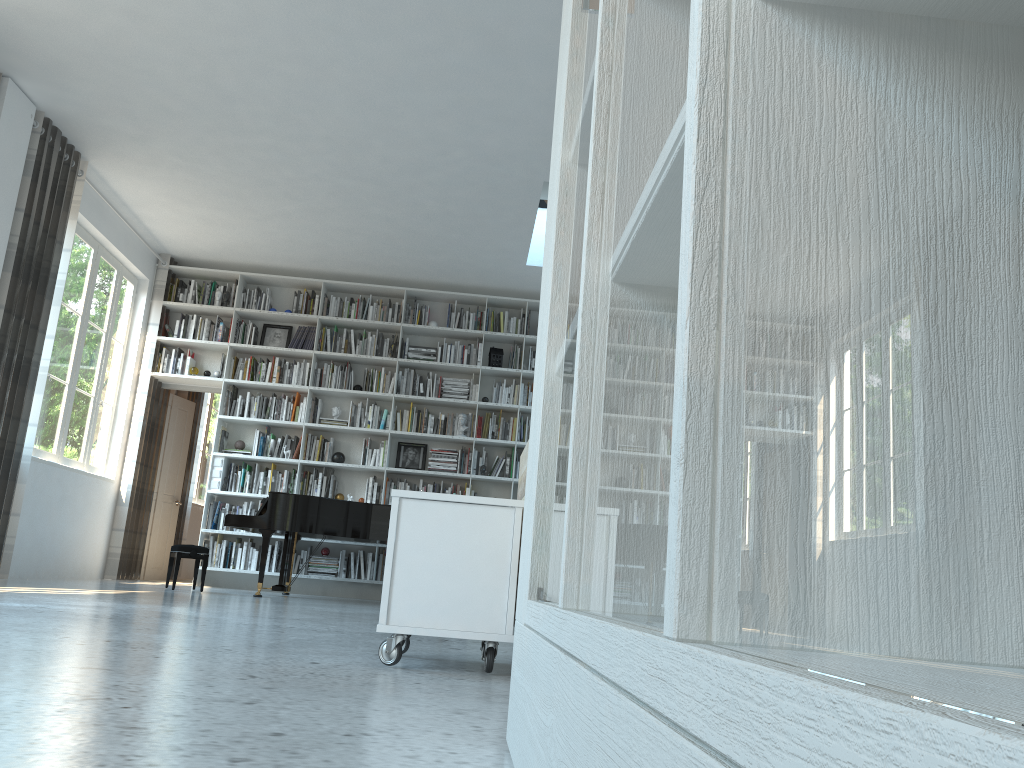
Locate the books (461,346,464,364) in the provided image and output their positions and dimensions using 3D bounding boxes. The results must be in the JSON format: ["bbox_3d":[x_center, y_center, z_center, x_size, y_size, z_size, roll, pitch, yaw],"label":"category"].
[{"bbox_3d":[-0.511,-0.266,9.158,0.010,0.230,0.152,5,-12,-2],"label":"books"}]

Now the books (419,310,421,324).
[{"bbox_3d":[-0.957,-0.663,9.237,0.006,0.232,0.136,5,-12,-2],"label":"books"}]

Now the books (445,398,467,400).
[{"bbox_3d":[-0.587,0.170,9.065,0.254,0.012,0.161,5,-13,1],"label":"books"}]

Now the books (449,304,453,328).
[{"bbox_3d":[-0.638,-0.670,9.234,0.011,0.295,0.157,5,-12,-2],"label":"books"}]

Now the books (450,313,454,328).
[{"bbox_3d":[-0.622,-0.623,9.238,0.031,0.208,0.147,5,-12,-2],"label":"books"}]

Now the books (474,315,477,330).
[{"bbox_3d":[-0.386,-0.598,9.250,0.014,0.204,0.135,5,-12,-2],"label":"books"}]

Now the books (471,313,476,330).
[{"bbox_3d":[-0.405,-0.613,9.258,0.026,0.233,0.137,5,-12,-2],"label":"books"}]

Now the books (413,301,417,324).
[{"bbox_3d":[-1.006,-0.702,9.224,0.010,0.295,0.153,5,-12,-2],"label":"books"}]

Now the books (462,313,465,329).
[{"bbox_3d":[-0.502,-0.613,9.224,0.033,0.202,0.166,5,-12,-2],"label":"books"}]

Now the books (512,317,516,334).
[{"bbox_3d":[0.018,-0.572,9.238,0.031,0.212,0.170,5,-12,-2],"label":"books"}]

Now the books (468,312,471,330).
[{"bbox_3d":[-0.446,-0.615,9.228,0.012,0.216,0.180,5,-12,-2],"label":"books"}]

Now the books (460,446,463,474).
[{"bbox_3d":[-0.511,0.785,8.962,0.011,0.298,0.130,5,-12,-2],"label":"books"}]

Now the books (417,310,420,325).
[{"bbox_3d":[-0.972,-0.650,9.213,0.023,0.195,0.172,5,-12,-2],"label":"books"}]

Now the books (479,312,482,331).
[{"bbox_3d":[-0.330,-0.614,9.252,0.014,0.243,0.145,5,-12,-2],"label":"books"}]

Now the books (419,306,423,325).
[{"bbox_3d":[-0.945,-0.672,9.226,0.014,0.247,0.139,5,-12,-2],"label":"books"}]

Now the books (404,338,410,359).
[{"bbox_3d":[-1.079,-0.331,9.119,0.021,0.248,0.192,5,-12,-2],"label":"books"}]

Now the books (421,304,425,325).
[{"bbox_3d":[-0.931,-0.680,9.222,0.013,0.264,0.147,5,-12,-2],"label":"books"}]

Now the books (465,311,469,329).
[{"bbox_3d":[-0.473,-0.626,9.233,0.023,0.236,0.154,5,-12,-2],"label":"books"}]

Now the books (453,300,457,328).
[{"bbox_3d":[-0.596,-0.685,9.230,0.010,0.330,0.186,5,-12,-2],"label":"books"}]

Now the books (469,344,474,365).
[{"bbox_3d":[-0.419,-0.272,9.169,0.029,0.261,0.133,5,-12,-2],"label":"books"}]

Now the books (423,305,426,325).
[{"bbox_3d":[-0.907,-0.675,9.216,0.005,0.254,0.168,5,-12,-2],"label":"books"}]

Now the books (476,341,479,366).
[{"bbox_3d":[-0.357,-0.282,9.188,0.010,0.298,0.133,5,-12,-2],"label":"books"}]

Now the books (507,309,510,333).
[{"bbox_3d":[-0.046,-0.618,9.250,0.010,0.297,0.168,5,-12,-2],"label":"books"}]

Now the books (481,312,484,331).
[{"bbox_3d":[-0.316,-0.612,9.243,0.014,0.238,0.153,5,-12,-2],"label":"books"}]

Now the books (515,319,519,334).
[{"bbox_3d":[0.044,-0.561,9.258,0.025,0.203,0.162,5,-12,-2],"label":"books"}]

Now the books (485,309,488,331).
[{"bbox_3d":[-0.272,-0.628,9.258,0.012,0.284,0.160,5,-12,-2],"label":"books"}]

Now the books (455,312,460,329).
[{"bbox_3d":[-0.571,-0.623,9.223,0.050,0.210,0.173,5,-12,-2],"label":"books"}]

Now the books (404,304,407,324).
[{"bbox_3d":[-1.107,-0.690,9.221,0.012,0.253,0.161,5,-12,-2],"label":"books"}]

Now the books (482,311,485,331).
[{"bbox_3d":[-0.298,-0.618,9.252,0.022,0.256,0.137,5,-12,-2],"label":"books"}]

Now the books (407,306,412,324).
[{"bbox_3d":[-1.065,-0.673,9.219,0.023,0.227,0.157,5,-12,-2],"label":"books"}]

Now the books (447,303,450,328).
[{"bbox_3d":[-0.661,-0.672,9.225,0.014,0.291,0.176,5,-12,-2],"label":"books"}]

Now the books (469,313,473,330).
[{"bbox_3d":[-0.428,-0.610,9.210,0.023,0.202,0.193,5,-12,-2],"label":"books"}]

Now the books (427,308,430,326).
[{"bbox_3d":[-0.871,-0.657,9.237,0.004,0.235,0.138,5,-12,-2],"label":"books"}]

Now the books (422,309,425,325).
[{"bbox_3d":[-0.919,-0.658,9.214,0.016,0.218,0.144,5,-12,-2],"label":"books"}]

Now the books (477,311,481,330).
[{"bbox_3d":[-0.350,-0.618,9.241,0.028,0.243,0.161,5,-12,-2],"label":"books"}]

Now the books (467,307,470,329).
[{"bbox_3d":[-0.454,-0.644,9.223,0.010,0.269,0.180,5,-12,-2],"label":"books"}]

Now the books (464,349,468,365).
[{"bbox_3d":[-0.481,-0.245,9.144,0.029,0.188,0.176,5,-12,-2],"label":"books"}]

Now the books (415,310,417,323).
[{"bbox_3d":[-1.000,-0.655,9.227,0.011,0.205,0.146,5,-12,-2],"label":"books"}]

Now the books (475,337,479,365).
[{"bbox_3d":[-0.366,-0.304,9.174,0.012,0.333,0.156,5,-12,-2],"label":"books"}]

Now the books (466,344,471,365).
[{"bbox_3d":[-0.448,-0.272,9.151,0.032,0.247,0.173,5,-12,-2],"label":"books"}]

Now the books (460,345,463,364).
[{"bbox_3d":[-0.522,-0.269,9.170,0.011,0.238,0.139,5,-12,-2],"label":"books"}]

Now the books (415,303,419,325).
[{"bbox_3d":[-0.985,-0.688,9.208,0.011,0.264,0.164,5,-12,-2],"label":"books"}]

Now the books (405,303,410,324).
[{"bbox_3d":[-1.087,-0.692,9.203,0.026,0.252,0.186,5,-12,-2],"label":"books"}]

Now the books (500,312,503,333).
[{"bbox_3d":[-0.109,-0.604,9.240,0.054,0.254,0.191,5,-12,-2],"label":"books"}]

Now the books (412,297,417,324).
[{"bbox_3d":[-1.017,-0.724,9.234,0.014,0.340,0.145,5,-12,-2],"label":"books"}]

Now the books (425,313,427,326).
[{"bbox_3d":[-0.890,-0.638,9.219,0.010,0.186,0.153,5,-12,-2],"label":"books"}]

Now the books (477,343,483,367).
[{"bbox_3d":[-0.332,-0.267,9.102,0.037,0.236,0.273,5,-12,-2],"label":"books"}]

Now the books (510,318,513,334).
[{"bbox_3d":[-0.011,-0.568,9.240,0.024,0.201,0.180,5,-12,-2],"label":"books"}]

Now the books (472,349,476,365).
[{"bbox_3d":[-0.391,-0.244,9.151,0.029,0.202,0.192,5,-12,-2],"label":"books"}]

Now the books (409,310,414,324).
[{"bbox_3d":[-1.042,-0.657,9.205,0.026,0.194,0.167,5,-12,-2],"label":"books"}]

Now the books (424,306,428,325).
[{"bbox_3d":[-0.899,-0.667,9.235,0.013,0.249,0.148,5,-12,-2],"label":"books"}]

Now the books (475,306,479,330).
[{"bbox_3d":[-0.368,-0.649,9.254,0.012,0.307,0.138,5,-12,-2],"label":"books"}]

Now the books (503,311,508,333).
[{"bbox_3d":[-0.068,-0.605,9.264,0.030,0.274,0.152,5,-12,-2],"label":"books"}]

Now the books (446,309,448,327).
[{"bbox_3d":[-0.676,-0.646,9.237,0.012,0.245,0.151,5,-12,-2],"label":"books"}]

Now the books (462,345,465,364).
[{"bbox_3d":[-0.499,-0.267,9.152,0.012,0.230,0.158,5,-12,-2],"label":"books"}]

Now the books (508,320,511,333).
[{"bbox_3d":[-0.035,-0.560,9.235,0.022,0.179,0.173,5,-12,-2],"label":"books"}]

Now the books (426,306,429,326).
[{"bbox_3d":[-0.877,-0.672,9.220,0.011,0.255,0.144,5,-12,-2],"label":"books"}]

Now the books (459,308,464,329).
[{"bbox_3d":[-0.531,-0.644,9.248,0.028,0.269,0.140,5,-12,-2],"label":"books"}]

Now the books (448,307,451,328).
[{"bbox_3d":[-0.651,-0.655,9.239,0.011,0.266,0.129,5,-12,-2],"label":"books"}]
